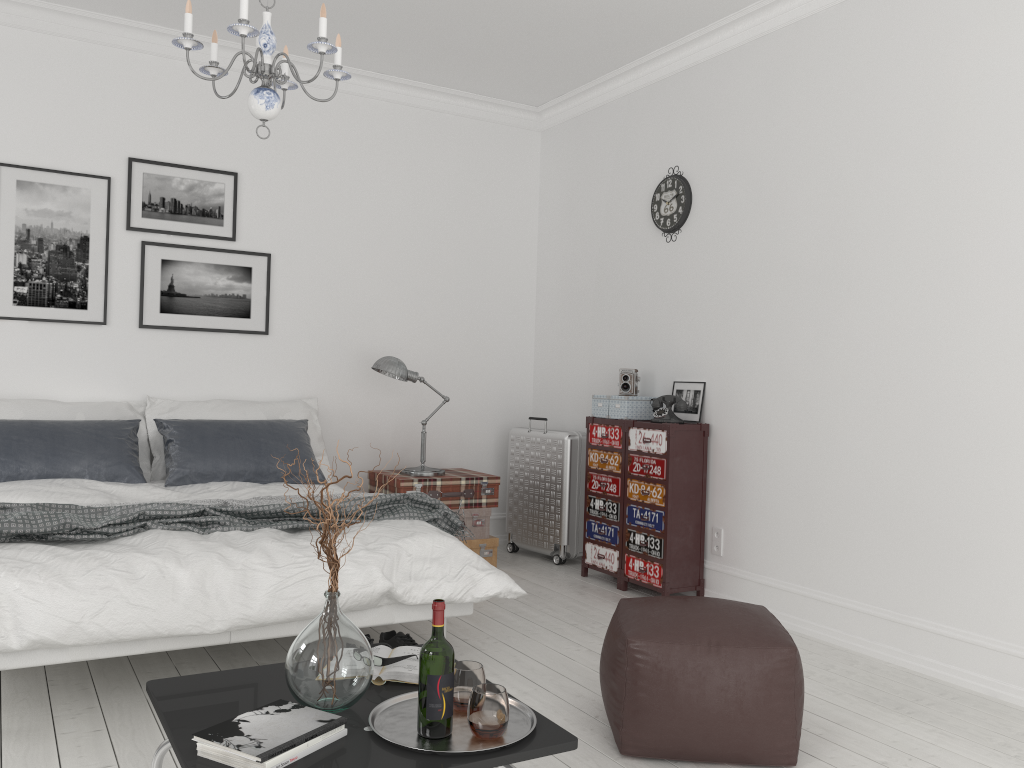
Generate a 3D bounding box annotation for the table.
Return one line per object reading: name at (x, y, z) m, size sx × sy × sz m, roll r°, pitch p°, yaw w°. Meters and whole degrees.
table at (-0.404, 0.946, 2.161) m, size 0.833 × 0.313 × 0.824 m, roll 2°, pitch 0°, yaw -30°

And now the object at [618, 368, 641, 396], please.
object at (0.667, -0.010, 5.070) m, size 0.121 × 0.157 × 0.117 m, roll 2°, pitch 0°, yaw 19°

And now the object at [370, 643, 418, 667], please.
object at (-0.346, 0.742, 2.439) m, size 0.141 × 0.030 × 0.135 m, roll 2°, pitch 0°, yaw 45°

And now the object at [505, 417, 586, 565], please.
object at (0.206, 0.665, 5.728) m, size 0.208 × 0.902 × 0.647 m, roll 2°, pitch 0°, yaw -40°

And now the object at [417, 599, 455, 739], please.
object at (-0.172, 0.645, 2.025) m, size 0.081 × 0.303 × 0.081 m, roll 2°, pitch 0°, yaw -13°

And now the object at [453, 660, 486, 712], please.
object at (-0.112, 0.745, 2.183) m, size 0.095 × 0.106 × 0.095 m, roll 2°, pitch 0°, yaw -19°

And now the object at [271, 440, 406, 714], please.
object at (-0.452, 0.455, 2.118) m, size 0.313 × 0.666 × 0.291 m, roll 2°, pitch 0°, yaw 23°

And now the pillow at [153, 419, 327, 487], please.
pillow at (-1.448, 0.363, 4.741) m, size 0.842 × 0.339 × 0.405 m, roll 2°, pitch 0°, yaw -30°

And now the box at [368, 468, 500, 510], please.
box at (-0.473, 0.635, 5.364) m, size 0.647 × 0.185 × 0.537 m, roll 2°, pitch 0°, yaw -30°

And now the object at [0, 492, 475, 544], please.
object at (-1.153, 0.626, 3.337) m, size 2.154 × 0.377 × 0.536 m, roll 2°, pitch 0°, yaw -28°

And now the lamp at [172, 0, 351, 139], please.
lamp at (-0.813, -1.378, 2.961) m, size 0.594 × 1.123 × 0.528 m, roll 2°, pitch 0°, yaw -30°

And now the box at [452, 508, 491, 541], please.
box at (-0.525, 0.818, 5.332) m, size 0.647 × 0.185 × 0.537 m, roll 2°, pitch 0°, yaw -30°

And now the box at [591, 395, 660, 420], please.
box at (0.650, 0.133, 5.083) m, size 0.242 × 0.131 × 0.332 m, roll 2°, pitch 0°, yaw -30°

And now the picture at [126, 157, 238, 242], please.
picture at (-1.873, -1.045, 5.055) m, size 0.592 × 0.403 × 0.015 m, roll 2°, pitch 0°, yaw -30°

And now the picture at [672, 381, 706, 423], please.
picture at (0.952, 0.096, 4.832) m, size 0.037 × 0.218 × 0.254 m, roll 2°, pitch 0°, yaw -30°

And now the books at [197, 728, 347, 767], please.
books at (-0.517, 0.780, 1.934) m, size 0.191 × 0.014 × 0.259 m, roll 2°, pitch 0°, yaw 29°

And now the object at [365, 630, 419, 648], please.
object at (-0.485, 1.034, 3.410) m, size 0.322 × 0.127 × 0.300 m, roll 2°, pitch 0°, yaw -30°

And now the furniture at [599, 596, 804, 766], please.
furniture at (0.611, 0.922, 2.899) m, size 0.646 × 0.423 × 0.646 m, roll 2°, pitch 0°, yaw 4°

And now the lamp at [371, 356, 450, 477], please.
lamp at (-0.600, 0.189, 5.270) m, size 0.488 × 0.699 × 0.269 m, roll 2°, pitch 0°, yaw -30°

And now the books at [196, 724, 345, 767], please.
books at (-0.520, 0.765, 1.930) m, size 0.191 × 0.014 × 0.254 m, roll 2°, pitch 0°, yaw 27°

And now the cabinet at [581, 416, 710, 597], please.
cabinet at (0.718, 0.667, 4.926) m, size 0.281 × 0.942 × 0.762 m, roll 2°, pitch 0°, yaw -30°

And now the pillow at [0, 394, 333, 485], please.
pillow at (-1.931, 0.296, 4.712) m, size 1.965 × 0.529 × 0.465 m, roll 2°, pitch 0°, yaw -31°

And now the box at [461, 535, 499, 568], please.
box at (-0.482, 1.003, 5.361) m, size 0.647 × 0.185 × 0.537 m, roll 2°, pitch 0°, yaw -30°

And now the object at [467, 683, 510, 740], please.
object at (-0.054, 0.747, 2.021) m, size 0.095 × 0.106 × 0.095 m, roll 2°, pitch 0°, yaw -19°

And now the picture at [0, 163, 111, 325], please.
picture at (-2.448, -0.735, 4.727) m, size 0.545 × 0.810 × 0.015 m, roll 2°, pitch 0°, yaw -30°

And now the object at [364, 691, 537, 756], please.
object at (-0.247, 0.813, 2.128) m, size 0.622 × 0.063 × 0.395 m, roll 2°, pitch 0°, yaw 19°

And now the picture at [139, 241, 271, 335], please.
picture at (-1.763, -0.546, 5.128) m, size 0.720 × 0.486 × 0.015 m, roll 2°, pitch 0°, yaw -30°

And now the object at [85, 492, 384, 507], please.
object at (-1.360, 0.724, 3.648) m, size 2.236 × 0.500 × 0.521 m, roll 2°, pitch 0°, yaw -27°

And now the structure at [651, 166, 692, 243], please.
structure at (0.889, -1.014, 4.995) m, size 0.043 × 0.427 × 0.330 m, roll 2°, pitch 0°, yaw -30°

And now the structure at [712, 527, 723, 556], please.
structure at (1.069, 0.821, 4.621) m, size 0.009 × 0.140 × 0.070 m, roll 2°, pitch 0°, yaw -30°

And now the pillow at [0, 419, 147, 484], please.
pillow at (-2.225, 0.340, 4.301) m, size 0.837 × 0.329 × 0.405 m, roll 2°, pitch 0°, yaw -30°

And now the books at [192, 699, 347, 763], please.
books at (-0.524, 0.752, 1.936) m, size 0.207 × 0.012 × 0.257 m, roll 2°, pitch 0°, yaw 31°

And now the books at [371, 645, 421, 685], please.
books at (-0.348, 0.772, 2.444) m, size 0.342 × 0.040 × 0.231 m, roll 2°, pitch 0°, yaw 2°

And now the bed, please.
bed at (-1.484, 0.604, 3.889) m, size 2.217 × 0.926 × 2.473 m, roll 2°, pitch 0°, yaw -30°

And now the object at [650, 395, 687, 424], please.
object at (0.836, 0.135, 4.770) m, size 0.181 × 0.155 × 0.216 m, roll 2°, pitch 0°, yaw 0°
